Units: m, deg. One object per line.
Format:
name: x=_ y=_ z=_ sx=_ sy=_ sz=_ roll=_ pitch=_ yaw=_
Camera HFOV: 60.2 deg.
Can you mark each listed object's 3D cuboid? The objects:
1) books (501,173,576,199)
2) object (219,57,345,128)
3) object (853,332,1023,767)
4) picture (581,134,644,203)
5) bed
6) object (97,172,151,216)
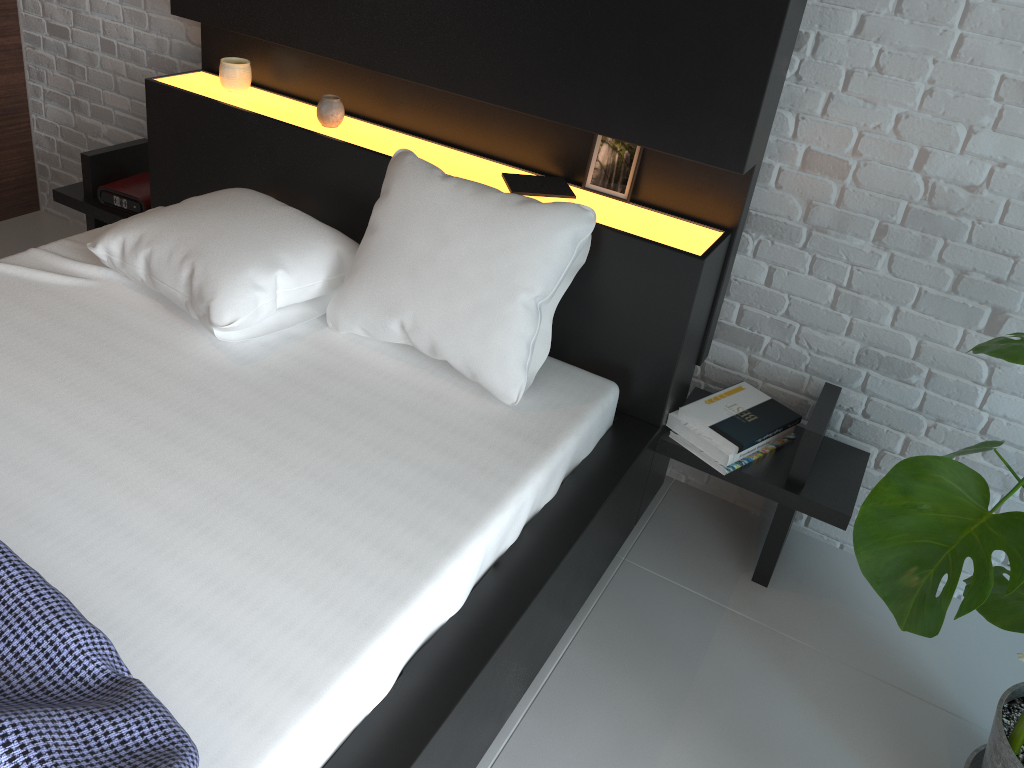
books: x=0.063 y=-0.478 z=2.132 sx=0.158 sy=0.012 sz=0.129 roll=1 pitch=32 yaw=-14
object: x=-0.628 y=-0.796 z=2.403 sx=0.455 sy=0.083 sz=0.090 roll=25 pitch=33 yaw=25
object: x=1.010 y=0.466 z=1.280 sx=0.863 sy=1.012 sz=1.012 roll=-19 pitch=40 yaw=-40
picture: x=0.243 y=-0.527 z=2.118 sx=0.126 sy=0.152 sz=0.037 roll=21 pitch=30 yaw=21
bed: x=-0.756 y=-0.351 z=1.239 sx=2.584 sy=1.972 sz=2.677 roll=22 pitch=32 yaw=21
object: x=-1.187 y=-0.602 z=2.839 sx=0.197 sy=0.081 sz=0.190 roll=19 pitch=32 yaw=16
